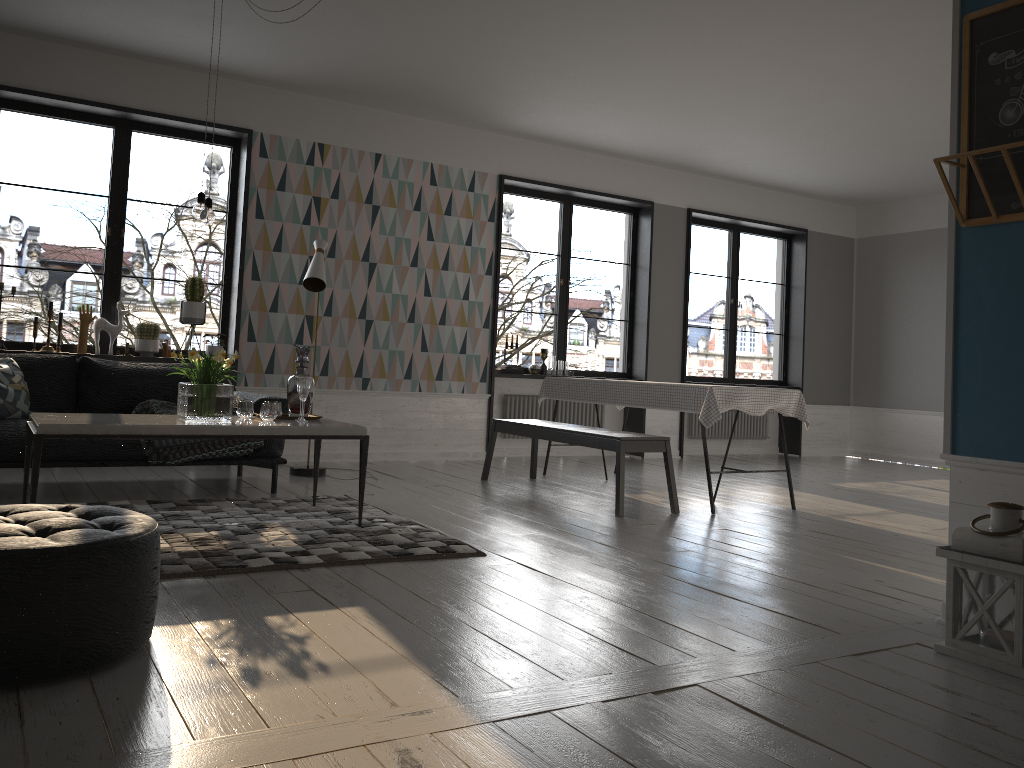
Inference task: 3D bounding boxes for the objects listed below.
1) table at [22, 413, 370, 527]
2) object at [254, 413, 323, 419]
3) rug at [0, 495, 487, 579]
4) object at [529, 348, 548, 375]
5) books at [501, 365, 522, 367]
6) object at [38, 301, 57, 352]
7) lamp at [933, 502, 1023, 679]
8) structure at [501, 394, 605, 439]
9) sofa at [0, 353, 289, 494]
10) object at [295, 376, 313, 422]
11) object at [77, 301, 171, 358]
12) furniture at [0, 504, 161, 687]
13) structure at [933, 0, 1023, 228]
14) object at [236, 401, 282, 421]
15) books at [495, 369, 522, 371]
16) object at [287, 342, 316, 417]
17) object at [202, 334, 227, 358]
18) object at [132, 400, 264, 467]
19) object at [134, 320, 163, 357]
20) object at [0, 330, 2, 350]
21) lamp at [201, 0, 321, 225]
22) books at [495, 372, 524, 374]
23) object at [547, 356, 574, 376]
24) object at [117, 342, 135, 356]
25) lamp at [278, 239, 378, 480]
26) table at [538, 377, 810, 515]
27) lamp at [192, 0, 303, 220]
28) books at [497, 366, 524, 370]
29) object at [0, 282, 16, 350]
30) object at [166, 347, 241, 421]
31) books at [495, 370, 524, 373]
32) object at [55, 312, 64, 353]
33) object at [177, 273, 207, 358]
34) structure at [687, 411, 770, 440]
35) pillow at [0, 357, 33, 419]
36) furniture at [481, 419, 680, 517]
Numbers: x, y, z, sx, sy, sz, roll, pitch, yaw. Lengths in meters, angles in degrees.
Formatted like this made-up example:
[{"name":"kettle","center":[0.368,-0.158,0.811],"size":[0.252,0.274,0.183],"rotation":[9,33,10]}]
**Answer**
[{"name":"table","center":[-1.520,0.429,4.274],"size":[1.453,0.512,0.732],"rotation":[3,0,-31]},{"name":"object","center":[-1.195,0.172,4.723],"size":[0.317,0.015,0.247],"rotation":[2,1,-31]},{"name":"rug","center":[-1.644,0.668,4.011],"size":[2.521,0.034,1.770],"rotation":[2,1,-31]},{"name":"object","center":[0.254,-0.216,8.462],"size":[0.194,0.257,0.115],"rotation":[3,-3,-21]},{"name":"books","center":[-0.007,-0.169,8.305],"size":[0.153,0.017,0.124],"rotation":[2,1,-29]},{"name":"object","center":[-3.314,-0.416,6.339],"size":[0.123,0.376,0.123],"rotation":[4,-3,-26]},{"name":"lamp","center":[1.532,0.610,2.746],"size":[0.286,0.479,0.286],"rotation":[4,-2,-32]},{"name":"structure","center":[0.429,0.329,8.722],"size":[1.220,0.429,0.148],"rotation":[3,-2,-33]},{"name":"sofa","center":[-2.563,0.230,5.237],"size":[2.336,0.800,0.970],"rotation":[3,-1,-31]},{"name":"object","center":[-1.079,0.077,4.564],"size":[0.082,0.228,0.167],"rotation":[4,-2,-19]},{"name":"object","center":[-2.877,-0.411,6.608],"size":[0.661,0.411,0.134],"rotation":[3,-2,-30]},{"name":"furniture","center":[-1.350,0.539,2.398],"size":[0.733,0.358,0.736],"rotation":[3,0,-44]},{"name":"structure","center":[1.681,-0.940,2.935],"size":[0.185,0.778,0.495],"rotation":[4,-3,-31]},{"name":"object","center":[-1.264,0.140,4.612],"size":[0.279,0.087,0.245],"rotation":[3,1,37]},{"name":"books","center":[-0.038,-0.134,8.298],"size":[0.216,0.011,0.174],"rotation":[2,1,-25]},{"name":"object","center":[-1.137,-0.027,4.776],"size":[0.148,0.418,0.155],"rotation":[3,-3,-11]},{"name":"object","center":[-2.304,-0.291,6.850],"size":[0.170,0.204,0.246],"rotation":[4,-1,-28]},{"name":"object","center":[-1.895,0.285,5.294],"size":[0.665,0.330,0.490],"rotation":[3,0,-36]},{"name":"object","center":[-2.770,-0.350,6.725],"size":[0.213,0.284,0.234],"rotation":[2,-2,33]},{"name":"object","center":[-3.640,-0.318,6.236],"size":[0.084,0.152,0.084],"rotation":[4,-2,-27]},{"name":"lamp","center":[-0.891,-1.526,4.109],"size":[1.397,1.541,0.074],"rotation":[2,-3,28]},{"name":"books","center":[-0.047,-0.105,8.289],"size":[0.267,0.011,0.162],"rotation":[2,1,-28]},{"name":"object","center":[0.460,-0.175,8.595],"size":[0.267,0.193,0.153],"rotation":[3,-2,-31]},{"name":"object","center":[-2.870,-0.260,6.598],"size":[0.123,0.099,0.123],"rotation":[3,-1,-8]},{"name":"lamp","center":[-1.420,-0.202,6.675],"size":[0.678,1.708,1.246],"rotation":[4,-2,-33]},{"name":"table","center":[1.074,0.381,6.426],"size":[0.929,0.786,2.026],"rotation":[3,0,-31]},{"name":"lamp","center":[-0.879,-1.523,3.971],"size":[1.397,1.541,0.074],"rotation":[2,-3,28]},{"name":"books","center":[-0.013,-0.149,8.306],"size":[0.198,0.022,0.162],"rotation":[2,1,-30]},{"name":"object","center":[-3.590,-0.483,6.176],"size":[0.162,0.492,0.144],"rotation":[2,-3,5]},{"name":"object","center":[-1.507,-0.004,4.322],"size":[0.351,0.352,0.325],"rotation":[3,-1,-29]},{"name":"books","center":[-0.048,-0.120,8.297],"size":[0.271,0.019,0.184],"rotation":[2,1,-31]},{"name":"object","center":[-3.281,-0.378,6.417],"size":[0.075,0.302,0.075],"rotation":[3,-3,0]},{"name":"object","center":[-2.454,-0.530,6.797],"size":[0.228,0.672,0.235],"rotation":[1,-3,30]},{"name":"structure","center":[2.439,0.409,9.918],"size":[1.220,0.429,0.148],"rotation":[3,-2,-33]},{"name":"pillow","center":[-3.059,0.031,4.883],"size":[0.444,0.363,0.796],"rotation":[2,0,41]},{"name":"furniture","center":[0.405,0.521,5.989],"size":[0.464,0.457,1.670],"rotation":[3,0,-31]}]
